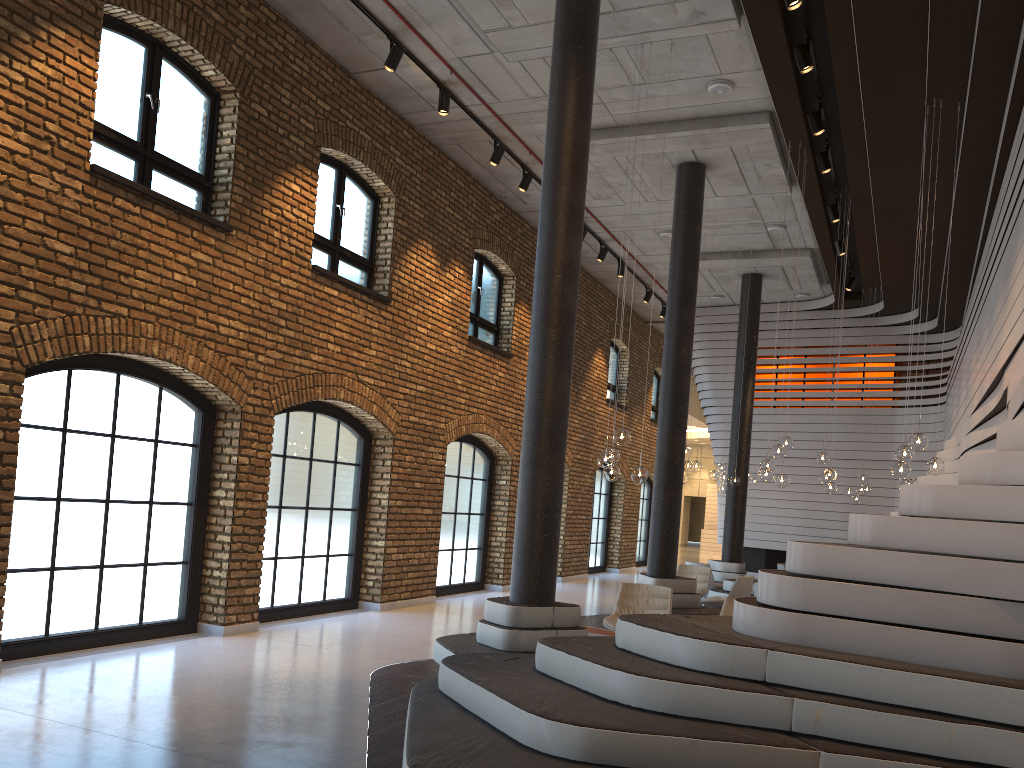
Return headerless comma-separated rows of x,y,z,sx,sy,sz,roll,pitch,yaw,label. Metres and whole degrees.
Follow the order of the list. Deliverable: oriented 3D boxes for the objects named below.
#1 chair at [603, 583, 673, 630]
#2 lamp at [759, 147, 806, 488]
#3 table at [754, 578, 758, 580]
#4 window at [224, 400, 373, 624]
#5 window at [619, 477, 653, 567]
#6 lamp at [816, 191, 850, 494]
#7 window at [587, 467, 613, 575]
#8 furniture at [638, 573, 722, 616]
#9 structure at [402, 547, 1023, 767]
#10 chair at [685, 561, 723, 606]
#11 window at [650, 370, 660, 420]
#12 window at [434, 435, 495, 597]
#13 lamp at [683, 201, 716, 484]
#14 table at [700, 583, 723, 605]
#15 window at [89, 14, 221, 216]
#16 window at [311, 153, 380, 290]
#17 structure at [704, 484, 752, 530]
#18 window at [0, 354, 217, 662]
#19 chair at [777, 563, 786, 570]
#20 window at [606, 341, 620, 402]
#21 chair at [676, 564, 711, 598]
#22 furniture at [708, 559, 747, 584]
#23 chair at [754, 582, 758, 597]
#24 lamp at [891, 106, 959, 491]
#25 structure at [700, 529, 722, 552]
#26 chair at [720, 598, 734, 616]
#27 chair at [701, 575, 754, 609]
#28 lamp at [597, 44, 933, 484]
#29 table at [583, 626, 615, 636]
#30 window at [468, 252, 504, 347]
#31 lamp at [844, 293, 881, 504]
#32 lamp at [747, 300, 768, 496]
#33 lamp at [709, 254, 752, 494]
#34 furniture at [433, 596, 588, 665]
1.293,2.447,8.994,0.658,0.763,0.713,3,-4,25,chair
3.265,-1.139,10.386,0.310,4.724,0.663,4,-2,32,lamp
4.396,3.978,17.354,0.905,0.369,0.416,4,-5,2,table
-2.383,1.444,10.242,0.130,2.525,2.364,4,-4,24,window
3.307,3.770,24.678,2.084,2.519,4.636,5,-6,-12,window
4.403,-0.840,11.936,0.294,4.658,0.545,4,-1,19,lamp
1.799,3.026,19.875,0.130,2.525,2.364,4,-4,24,window
2.162,2.832,11.241,1.274,0.718,1.785,5,-7,-5,furniture
4.639,2.942,11.412,5.783,0.923,18.308,2,-8,20,structure
3.172,3.303,14.429,0.710,0.763,0.660,7,-4,-29,chair
3.649,0.290,23.366,0.126,1.445,1.577,4,-4,24,window
-0.880,2.012,13.704,0.130,2.525,2.364,4,-4,24,window
2.623,-0.871,12.757,0.545,4.658,0.294,4,-1,9,lamp
3.526,3.617,15.105,0.909,0.369,0.415,0,-6,32,table
-3.162,-2.288,7.677,0.126,1.445,1.577,4,-4,24,window
-2.035,-1.861,10.273,0.126,1.445,1.577,4,-4,24,window
10.087,5.679,36.585,4.542,2.853,5.843,2,-7,24,structure
-3.510,1.017,7.647,0.130,2.525,2.364,4,-4,24,window
5.123,3.643,15.871,0.712,0.763,0.659,2,-4,28,chair
2.147,-0.279,19.905,0.126,1.445,1.577,4,-4,24,window
2.582,3.078,13.059,0.659,0.763,0.712,1,-5,42,chair
3.780,3.624,16.347,1.277,0.718,1.782,2,-7,19,furniture
3.313,2.849,10.871,0.659,0.763,0.711,1,-6,44,chair
3.901,-1.281,8.286,0.531,4.697,0.334,5,-1,-14,lamp
9.289,6.319,34.391,2.550,0.893,7.551,4,-7,2,structure
2.109,2.399,8.141,0.659,0.763,0.712,1,-5,40,chair
2.918,2.973,12.055,0.712,0.763,0.659,2,-4,27,chair
0.354,-2.136,3.072,9.053,4.592,42.119,2,-8,24,lamp
0.869,2.524,8.320,0.908,0.369,0.415,1,-6,26,table
-0.532,-1.292,13.735,0.126,1.445,1.577,4,-4,24,window
6.516,-0.118,16.203,0.293,4.658,0.546,6,-2,-41,lamp
4.830,-0.050,17.735,0.544,4.612,0.276,5,-1,-17,lamp
3.784,-0.424,15.058,0.544,4.612,0.276,5,-1,-14,lamp
0.069,2.186,7.538,1.772,0.719,1.284,8,-7,-30,furniture
